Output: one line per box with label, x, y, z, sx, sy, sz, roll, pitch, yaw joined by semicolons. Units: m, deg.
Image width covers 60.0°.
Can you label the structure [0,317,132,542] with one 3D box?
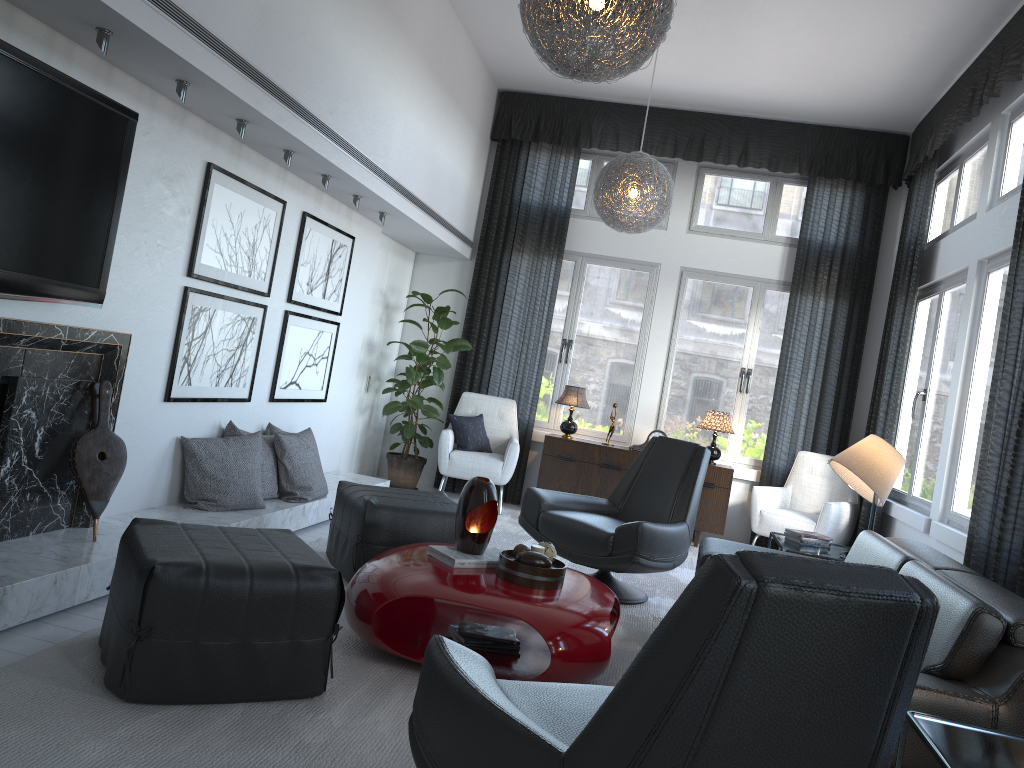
structure;-1.981;0.197;2.711;0.521;0.925;1.683;9;0;10

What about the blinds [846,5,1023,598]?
blinds;2.447;-0.275;5.031;0.189;3.281;3.206;9;-1;10

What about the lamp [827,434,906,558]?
lamp;1.817;0.773;3.910;0.474;1.016;1.169;10;0;-15

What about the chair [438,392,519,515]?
chair;-0.246;0.499;6.715;0.594;0.824;0.612;10;-1;1

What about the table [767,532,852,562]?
table;1.598;1.043;4.460;0.594;0.411;0.592;10;0;11

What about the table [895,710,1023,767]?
table;1.091;0.985;1.675;0.594;0.411;0.592;10;0;11

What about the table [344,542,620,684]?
table;-0.085;0.821;3.265;0.943;0.300;0.937;10;0;10

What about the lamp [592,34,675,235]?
lamp;0.838;-1.593;5.640;0.513;1.308;0.514;10;-1;5

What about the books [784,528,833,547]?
books;1.544;0.805;4.630;0.214;0.050;0.161;10;0;-17

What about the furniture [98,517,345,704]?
furniture;-0.879;0.659;2.662;0.612;0.378;0.600;10;0;-31

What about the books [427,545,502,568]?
books;-0.133;0.646;3.299;0.305;0.030;0.201;9;1;-34

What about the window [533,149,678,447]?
window;0.522;-0.750;7.174;1.270;2.325;0.133;9;-2;11

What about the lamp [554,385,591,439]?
lamp;0.453;0.215;6.766;0.281;0.398;0.280;9;-1;36

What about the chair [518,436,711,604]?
chair;0.602;0.663;4.604;0.801;0.811;0.843;10;-1;-42

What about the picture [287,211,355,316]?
picture;-1.141;-0.707;5.370;0.020;0.523;0.790;9;0;10

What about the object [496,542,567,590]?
object;0.073;0.634;3.159;0.241;0.133;0.243;10;0;-42

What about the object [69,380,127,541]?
object;-1.553;0.280;3.325;0.175;0.581;0.196;10;-1;-9

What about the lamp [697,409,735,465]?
lamp;1.501;0.396;6.565;0.281;0.398;0.280;9;-1;36

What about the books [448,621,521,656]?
books;-0.095;0.937;3.278;0.271;0.054;0.204;10;0;-14

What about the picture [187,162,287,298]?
picture;-1.327;-0.728;4.348;0.020;0.523;0.790;9;0;10

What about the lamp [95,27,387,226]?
lamp;-1.200;-1.088;3.551;0.053;0.081;4.246;10;1;10

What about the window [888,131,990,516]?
window;2.731;-0.357;5.695;0.133;2.325;1.265;9;-1;10

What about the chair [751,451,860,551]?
chair;2.070;0.899;6.256;0.595;0.824;0.610;9;-1;41

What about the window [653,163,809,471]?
window;1.897;-0.512;6.910;1.270;2.325;0.133;9;-2;11

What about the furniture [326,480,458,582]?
furniture;-0.522;0.704;4.174;0.597;0.378;0.615;10;0;-26

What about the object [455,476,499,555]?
object;-0.134;0.488;3.310;0.152;0.280;0.152;11;-2;-40

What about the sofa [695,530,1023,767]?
sofa;1.126;0.867;3.067;0.937;0.617;1.901;10;0;10

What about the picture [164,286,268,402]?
picture;-1.424;-0.170;4.332;0.020;0.523;0.790;9;0;10

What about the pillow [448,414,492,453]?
pillow;-0.311;0.368;6.731;0.253;0.296;0.355;9;-1;37

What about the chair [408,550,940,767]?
chair;0.301;0.642;1.627;0.839;0.811;0.805;10;-1;-17

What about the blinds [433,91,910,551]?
blinds;1.164;-0.514;6.909;3.216;3.281;0.188;10;-2;11

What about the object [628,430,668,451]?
object;1.093;0.435;6.650;0.407;0.181;0.180;10;-1;11

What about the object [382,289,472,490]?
object;-0.702;0.033;6.739;0.637;1.591;0.938;11;-1;-34

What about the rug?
rug;0.169;1.018;2.785;2.958;0.032;7.756;10;1;10

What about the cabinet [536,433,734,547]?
cabinet;0.907;0.806;6.695;1.400;0.613;0.385;10;-1;11

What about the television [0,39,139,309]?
television;-1.597;-0.645;2.686;0.129;0.753;1.156;9;0;11

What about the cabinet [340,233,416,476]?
cabinet;-1.156;-0.196;6.828;0.192;1.897;1.170;9;-1;10

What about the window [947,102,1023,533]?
window;2.478;-0.386;4.302;0.133;2.325;1.265;9;-1;10

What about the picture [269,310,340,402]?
picture;-1.236;-0.148;5.353;0.020;0.523;0.790;9;0;10

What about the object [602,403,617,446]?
object;0.754;0.304;6.734;0.097;0.325;0.096;9;-2;10

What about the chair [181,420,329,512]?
chair;-1.263;0.423;4.705;0.391;0.431;1.334;10;0;11

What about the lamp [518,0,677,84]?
lamp;0.349;-1.649;2.943;0.515;1.308;0.512;10;-1;5

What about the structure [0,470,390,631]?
structure;-1.687;0.627;2.622;0.394;0.135;7.195;10;1;10
